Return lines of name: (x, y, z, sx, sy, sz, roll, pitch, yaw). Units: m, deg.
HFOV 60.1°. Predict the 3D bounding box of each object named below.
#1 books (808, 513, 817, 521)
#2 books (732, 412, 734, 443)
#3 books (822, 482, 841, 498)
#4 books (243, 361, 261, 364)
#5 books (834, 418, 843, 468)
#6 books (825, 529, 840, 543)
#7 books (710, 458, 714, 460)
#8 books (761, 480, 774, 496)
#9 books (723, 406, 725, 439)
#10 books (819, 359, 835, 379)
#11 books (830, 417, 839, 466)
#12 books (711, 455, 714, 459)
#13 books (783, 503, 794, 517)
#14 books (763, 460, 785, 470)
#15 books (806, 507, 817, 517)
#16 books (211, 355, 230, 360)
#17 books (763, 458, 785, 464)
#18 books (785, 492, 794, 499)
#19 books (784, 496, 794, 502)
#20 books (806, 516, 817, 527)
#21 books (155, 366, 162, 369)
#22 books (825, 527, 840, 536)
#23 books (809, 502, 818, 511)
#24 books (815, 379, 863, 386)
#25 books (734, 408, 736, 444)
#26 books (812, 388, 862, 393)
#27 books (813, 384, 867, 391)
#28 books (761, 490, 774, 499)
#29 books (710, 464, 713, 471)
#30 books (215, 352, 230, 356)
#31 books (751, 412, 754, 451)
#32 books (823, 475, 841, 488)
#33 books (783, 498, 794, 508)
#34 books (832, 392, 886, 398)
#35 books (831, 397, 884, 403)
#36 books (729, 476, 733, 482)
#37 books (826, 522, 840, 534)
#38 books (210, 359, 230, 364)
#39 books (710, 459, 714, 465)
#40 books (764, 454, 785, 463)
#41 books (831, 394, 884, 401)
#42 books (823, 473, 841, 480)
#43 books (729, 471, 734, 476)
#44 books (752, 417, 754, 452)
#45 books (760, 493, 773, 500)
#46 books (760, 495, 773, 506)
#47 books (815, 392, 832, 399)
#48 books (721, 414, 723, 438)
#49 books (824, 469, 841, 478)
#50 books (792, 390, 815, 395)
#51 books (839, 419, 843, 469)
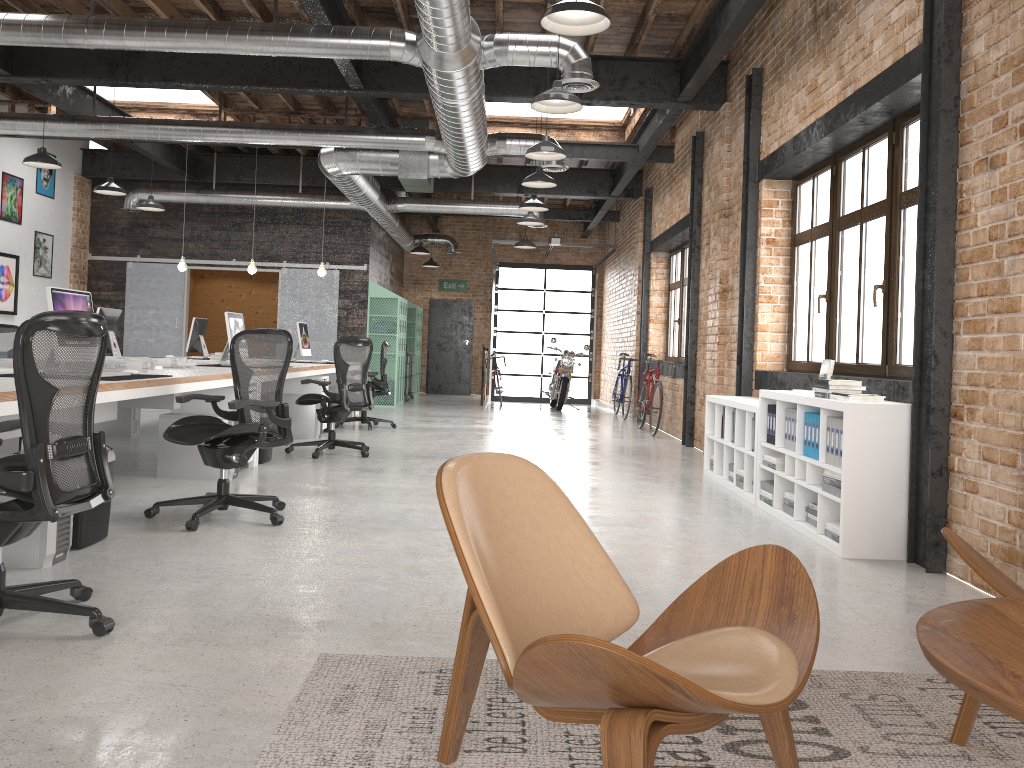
books: (1.846, 0.776, 5.161, 0.163, 0.047, 0.239, 2, 2, 0)
books: (1.826, 0.351, 6.977, 0.182, 0.262, 0.056, 2, -1, 4)
books: (1.827, 0.570, 4.767, 0.217, 0.072, 0.289, 2, 2, -1)
books: (-2.844, -0.233, 9.514, 0.243, 0.019, 0.205, 4, 3, 37)
books: (1.866, 0.321, 4.771, 0.232, 0.261, 0.062, 2, -1, -1)
books: (1.831, 0.816, 4.756, 0.207, 0.061, 0.274, 2, 2, -1)
books: (1.809, 0.633, 7.454, 0.219, 0.039, 0.260, 2, 2, -1)
books: (1.808, 0.691, 5.926, 0.217, 0.078, 0.291, 2, 2, -1)
books: (1.847, 0.330, 7.281, 0.221, 0.283, 0.061, 2, -1, 4)
books: (2.100, -0.053, 5.934, 0.065, 0.224, 0.161, 2, 0, -1)
books: (1.865, 0.318, 4.836, 0.232, 0.261, 0.062, 2, -1, -1)
books: (1.809, 0.615, 7.450, 0.214, 0.052, 0.252, 2, 2, -1)
books: (1.829, 0.784, 5.485, 0.217, 0.072, 0.289, 2, 2, -1)
books: (1.808, 0.533, 5.874, 0.207, 0.061, 0.274, 2, 2, -1)
books: (1.871, 0.749, 5.174, 0.222, 0.055, 0.282, 2, 2, 0)
books: (-2.825, -0.267, 8.765, 0.193, 0.044, 0.257, 3, 2, 17)
books: (1.812, 0.507, 5.866, 0.219, 0.034, 0.260, 2, 2, -1)
books: (1.829, 0.689, 5.467, 0.214, 0.052, 0.252, 2, 2, -1)
books: (1.829, 0.708, 5.471, 0.219, 0.039, 0.260, 2, 2, -1)
books: (1.852, 0.805, 5.174, 0.184, 0.049, 0.261, 2, 2, 0)
books: (-2.781, -0.126, 6.628, 0.200, 0.024, 0.235, 3, 2, 33)
books: (1.835, 0.790, 4.748, 0.219, 0.034, 0.260, 2, 2, -1)
books: (1.868, 0.717, 5.150, 0.199, 0.054, 0.240, 2, 2, 0)
books: (1.871, -0.008, 5.083, 0.190, 0.028, 0.239, 2, 2, 1)
books: (1.865, 0.310, 6.875, 0.272, 0.354, 0.063, 2, -1, 4)
books: (1.864, 0.039, 5.082, 0.191, 0.023, 0.242, 2, 2, -3)
books: (1.874, 0.017, 5.074, 0.212, 0.023, 0.259, 2, 2, -1)
books: (1.802, 0.728, 5.907, 0.214, 0.046, 0.251, 2, 2, -1)
books: (1.810, 0.710, 7.468, 0.217, 0.072, 0.289, 2, 2, -1)
books: (-2.839, -0.299, 8.766, 0.153, 0.030, 0.185, 2, 2, -3)
books: (1.862, 0.353, 6.388, 0.259, 0.305, 0.040, 2, -1, 4)
books: (1.823, 0.519, 4.760, 0.207, 0.067, 0.275, 2, 2, -1)
books: (1.825, 0.733, 5.478, 0.207, 0.067, 0.275, 2, 2, -1)
books: (1.877, 0.060, 4.802, 0.202, 0.012, 0.251, 2, 2, 1)
books: (1.869, 0.087, 4.799, 0.187, 0.014, 0.253, 2, 2, -1)
books: (1.810, 0.738, 6.839, 0.207, 0.061, 0.274, 2, 2, -1)
books: (1.835, 0.772, 4.743, 0.214, 0.046, 0.251, 2, 2, -1)
books: (-2.850, -0.221, 8.749, 0.200, 0.050, 0.272, 2, 2, -3)
books: (1.805, 0.659, 7.461, 0.207, 0.067, 0.275, 2, 2, -1)
books: (1.812, 0.489, 5.862, 0.214, 0.046, 0.251, 2, 2, -1)
books: (1.870, 0.073, 4.804, 0.187, 0.014, 0.248, 2, 2, -3)
books: (1.827, 0.493, 4.753, 0.219, 0.039, 0.260, 2, 2, -1)
books: (1.814, 0.694, 6.827, 0.214, 0.046, 0.251, 2, 2, -1)
books: (1.816, 0.374, 6.352, 0.182, 0.262, 0.056, 2, -1, 4)
books: (1.802, 0.746, 5.911, 0.219, 0.034, 0.260, 2, 2, -1)
books: (1.798, 0.772, 5.919, 0.207, 0.061, 0.274, 2, 2, -1)
books: (1.870, 0.068, 5.073, 0.191, 0.032, 0.259, 2, 2, 1)
books: (1.868, 0.294, 7.313, 0.272, 0.354, 0.063, 2, -1, 4)
books: (1.827, 0.475, 4.749, 0.214, 0.052, 0.252, 2, 2, -1)
books: (1.905, 0.054, 5.601, 0.174, 0.021, 0.273, 2, 2, -1)
books: (1.866, 0.323, 4.707, 0.232, 0.261, 0.062, 2, -1, -1)
